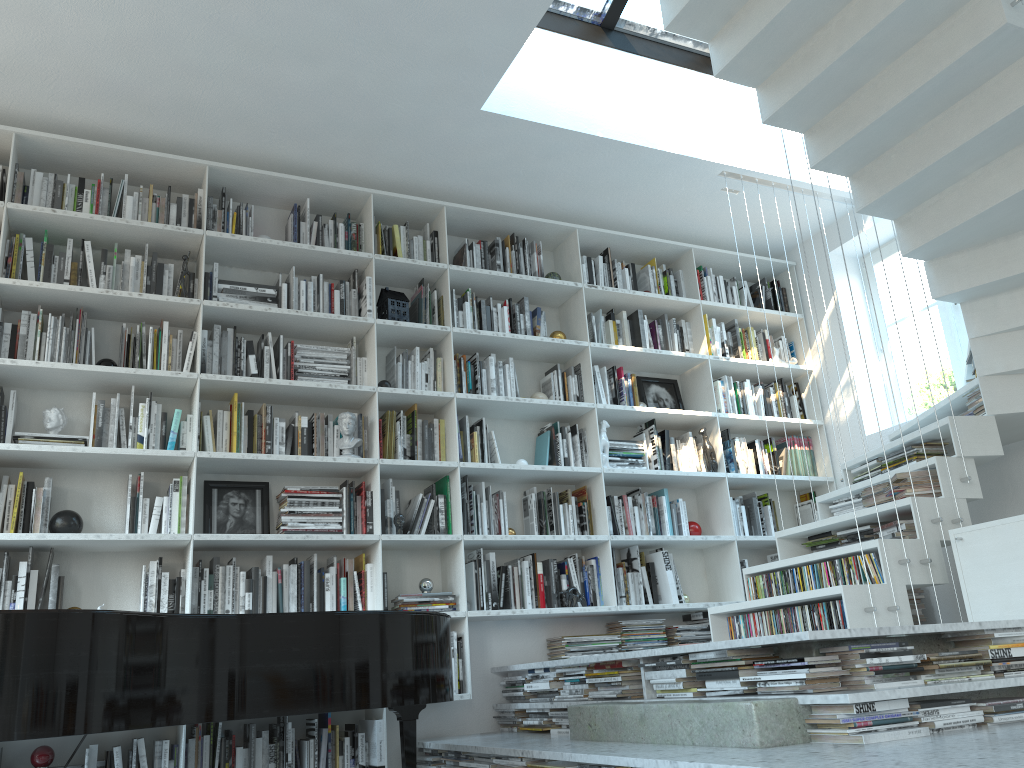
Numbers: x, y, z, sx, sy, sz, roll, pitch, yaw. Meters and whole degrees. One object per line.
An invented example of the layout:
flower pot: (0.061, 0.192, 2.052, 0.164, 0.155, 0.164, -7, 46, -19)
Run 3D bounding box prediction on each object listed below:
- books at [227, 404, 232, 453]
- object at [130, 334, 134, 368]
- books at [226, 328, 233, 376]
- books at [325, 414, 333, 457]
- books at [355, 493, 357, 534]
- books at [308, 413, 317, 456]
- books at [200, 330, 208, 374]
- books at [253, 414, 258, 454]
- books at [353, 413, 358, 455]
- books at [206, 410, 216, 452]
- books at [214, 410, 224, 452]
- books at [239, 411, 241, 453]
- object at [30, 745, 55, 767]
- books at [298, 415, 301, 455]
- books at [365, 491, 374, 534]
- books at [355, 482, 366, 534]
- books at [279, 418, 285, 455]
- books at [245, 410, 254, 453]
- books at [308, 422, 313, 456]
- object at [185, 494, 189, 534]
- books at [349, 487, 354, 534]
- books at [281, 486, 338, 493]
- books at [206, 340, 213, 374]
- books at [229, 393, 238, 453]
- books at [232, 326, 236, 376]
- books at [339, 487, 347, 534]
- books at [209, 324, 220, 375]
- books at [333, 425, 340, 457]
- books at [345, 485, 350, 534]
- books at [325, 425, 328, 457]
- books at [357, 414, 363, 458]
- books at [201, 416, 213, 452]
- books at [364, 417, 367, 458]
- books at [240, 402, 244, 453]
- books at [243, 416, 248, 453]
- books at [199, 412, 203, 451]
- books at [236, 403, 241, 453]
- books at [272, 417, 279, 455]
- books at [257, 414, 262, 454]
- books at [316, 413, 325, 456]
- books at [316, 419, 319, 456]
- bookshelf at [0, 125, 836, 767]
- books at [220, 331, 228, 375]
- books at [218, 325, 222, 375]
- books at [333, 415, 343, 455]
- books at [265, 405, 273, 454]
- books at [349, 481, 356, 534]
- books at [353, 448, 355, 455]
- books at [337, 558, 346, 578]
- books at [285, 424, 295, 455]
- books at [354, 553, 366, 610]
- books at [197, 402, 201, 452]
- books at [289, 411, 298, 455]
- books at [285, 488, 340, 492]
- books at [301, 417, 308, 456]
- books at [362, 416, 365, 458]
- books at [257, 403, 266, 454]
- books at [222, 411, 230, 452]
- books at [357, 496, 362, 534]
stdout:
books: (-1.359, 0.250, 4.245, 0.010, 0.283, 0.137, 4, -20, -25)
object: (-1.788, -0.106, 4.157, 0.010, 0.224, 0.143, 4, -20, -25)
books: (-1.394, -0.108, 4.343, 0.029, 0.294, 0.151, 4, -20, -25)
books: (-0.922, 0.294, 4.431, 0.024, 0.258, 0.127, 4, -20, -25)
books: (-0.788, 0.665, 4.371, 0.013, 0.231, 0.134, 4, -20, -25)
books: (-0.990, 0.285, 4.367, 0.012, 0.244, 0.186, 4, -20, -25)
books: (-1.498, -0.107, 4.281, 0.026, 0.266, 0.171, 4, -20, -25)
books: (-1.247, 0.279, 4.266, 0.012, 0.227, 0.170, 4, -20, -25)
books: (-0.808, 0.296, 4.495, 0.025, 0.278, 0.108, 4, -20, -25)
books: (-1.425, 0.259, 4.190, 0.042, 0.241, 0.162, 4, -20, -25)
books: (-1.398, 0.262, 4.213, 0.026, 0.247, 0.139, 4, -20, -25)
books: (-1.318, 0.268, 4.245, 0.010, 0.244, 0.150, 4, -20, -25)
object: (-1.850, 1.471, 3.496, 0.086, 0.087, 0.086, -20, -24, 39)
books: (-1.060, 0.291, 4.353, 0.010, 0.233, 0.175, 4, -20, -25)
books: (-0.726, 0.661, 4.369, 0.034, 0.228, 0.200, 4, -20, -25)
books: (-0.753, 0.639, 4.376, 0.011, 0.278, 0.186, 4, -20, -25)
books: (-1.136, 0.294, 4.316, 0.030, 0.214, 0.169, 4, -20, -25)
books: (-1.275, 0.269, 4.279, 0.028, 0.258, 0.135, 4, -20, -25)
books: (-1.012, 0.308, 4.361, 0.029, 0.199, 0.179, 4, -20, -25)
object: (-1.493, 0.618, 4.051, 0.017, 0.215, 0.104, 4, -20, -25)
books: (-0.808, 0.650, 4.360, 0.013, 0.255, 0.163, 4, -20, -25)
books: (-0.986, 0.520, 4.310, 0.254, 0.012, 0.161, 3, -20, -21)
books: (-1.479, -0.081, 4.299, 0.027, 0.227, 0.148, 4, -20, -25)
books: (-1.331, 0.221, 4.218, 0.014, 0.316, 0.188, 4, -20, -25)
books: (-1.373, -0.112, 4.345, 0.011, 0.299, 0.180, 4, -20, -25)
books: (-0.836, 0.646, 4.337, 0.012, 0.253, 0.161, 4, -20, -25)
books: (-1.450, -0.117, 4.306, 0.026, 0.296, 0.180, 4, -20, -25)
books: (-0.893, 0.322, 4.432, 0.035, 0.200, 0.149, 4, -20, -25)
books: (-0.824, 0.643, 4.341, 0.011, 0.260, 0.185, 4, -20, -25)
books: (-0.943, 0.319, 4.418, 0.022, 0.206, 0.114, 4, -20, -25)
books: (-0.783, 0.299, 4.487, 0.014, 0.265, 0.154, 4, -20, -25)
books: (-1.435, 0.270, 4.167, 0.053, 0.208, 0.156, 4, -20, -25)
books: (-0.762, 0.308, 4.517, 0.023, 0.264, 0.107, 4, -20, -25)
books: (-1.302, 0.246, 4.240, 0.010, 0.280, 0.171, 4, -20, -25)
books: (-1.295, 0.279, 4.259, 0.024, 0.227, 0.148, 4, -20, -25)
books: (-1.476, 0.263, 4.179, 0.011, 0.234, 0.142, 4, -20, -25)
books: (-1.316, 0.246, 4.215, 0.015, 0.265, 0.189, 4, -20, -25)
books: (-1.160, 0.291, 4.304, 0.024, 0.215, 0.176, 4, -20, -25)
books: (-1.233, 0.279, 4.281, 0.025, 0.235, 0.137, 4, -20, -25)
books: (-0.959, 0.287, 4.403, 0.025, 0.257, 0.151, 4, -20, -25)
books: (-0.989, 0.305, 4.404, 0.025, 0.229, 0.143, 4, -20, -25)
bookshelf: (-0.893, 0.480, 4.302, 6.299, 3.131, 0.331, 5, -20, -25)
books: (-1.410, -0.102, 4.312, 0.025, 0.265, 0.186, 4, -20, -25)
books: (-1.441, -0.117, 4.333, 0.014, 0.312, 0.134, 4, -20, -25)
books: (-0.877, 0.298, 4.459, 0.014, 0.262, 0.135, 4, -20, -25)
books: (-1.190, 0.260, 4.284, 0.028, 0.267, 0.190, 4, -20, -25)
books: (-0.798, 0.636, 4.369, 0.011, 0.287, 0.152, 4, -20, -25)
books: (-0.825, 0.300, 4.472, 0.025, 0.258, 0.131, 4, -20, -25)
books: (-0.817, 0.983, 4.246, 0.010, 0.283, 0.132, 4, -20, -25)
books: (-1.104, 0.309, 4.341, 0.050, 0.198, 0.146, 4, -20, -25)
books: (-0.733, 0.980, 4.279, 0.011, 0.299, 0.149, 4, -20, -25)
books: (-1.488, 0.240, 4.183, 0.010, 0.281, 0.140, 4, -20, -25)
books: (-1.074, 0.280, 4.355, 0.014, 0.257, 0.162, 4, -20, -25)
books: (-0.986, 0.533, 4.308, 0.254, 0.012, 0.161, 6, -21, -28)
books: (-1.038, 0.294, 4.350, 0.029, 0.223, 0.186, 4, -20, -25)
books: (-0.775, 0.306, 4.503, 0.014, 0.260, 0.137, 4, -20, -25)
books: (-1.215, 0.255, 4.290, 0.013, 0.282, 0.177, 4, -20, -25)
books: (-1.370, 0.265, 4.219, 0.029, 0.239, 0.156, 4, -20, -25)
books: (-0.772, 0.673, 4.374, 0.021, 0.216, 0.132, 4, -20, -25)
